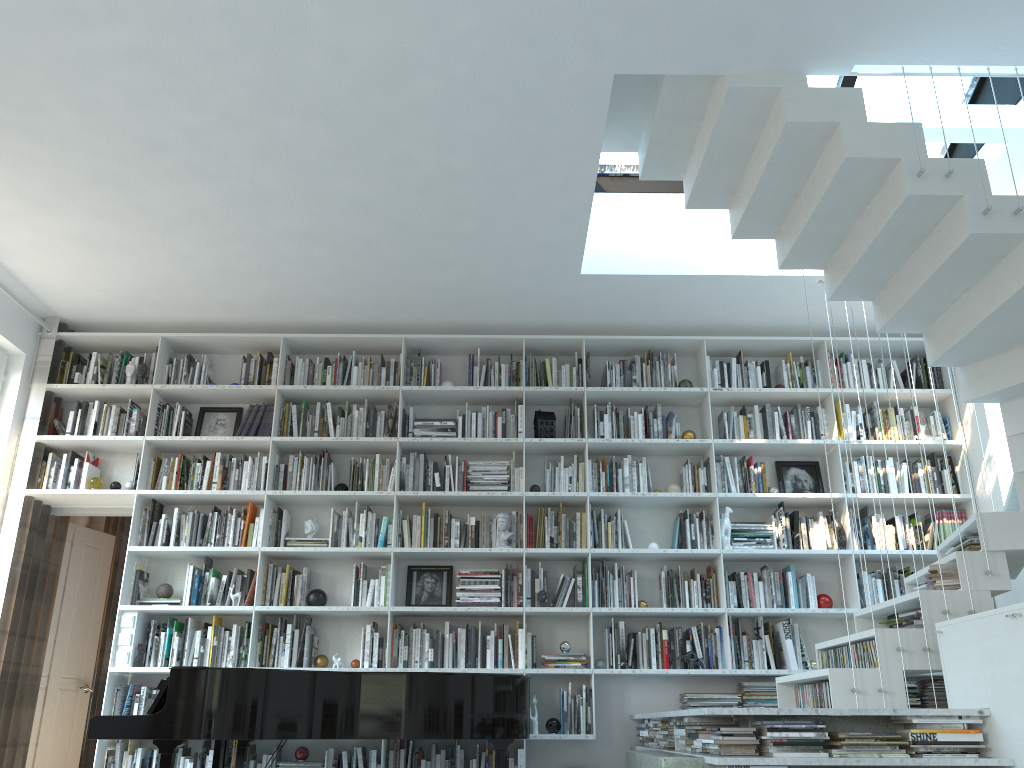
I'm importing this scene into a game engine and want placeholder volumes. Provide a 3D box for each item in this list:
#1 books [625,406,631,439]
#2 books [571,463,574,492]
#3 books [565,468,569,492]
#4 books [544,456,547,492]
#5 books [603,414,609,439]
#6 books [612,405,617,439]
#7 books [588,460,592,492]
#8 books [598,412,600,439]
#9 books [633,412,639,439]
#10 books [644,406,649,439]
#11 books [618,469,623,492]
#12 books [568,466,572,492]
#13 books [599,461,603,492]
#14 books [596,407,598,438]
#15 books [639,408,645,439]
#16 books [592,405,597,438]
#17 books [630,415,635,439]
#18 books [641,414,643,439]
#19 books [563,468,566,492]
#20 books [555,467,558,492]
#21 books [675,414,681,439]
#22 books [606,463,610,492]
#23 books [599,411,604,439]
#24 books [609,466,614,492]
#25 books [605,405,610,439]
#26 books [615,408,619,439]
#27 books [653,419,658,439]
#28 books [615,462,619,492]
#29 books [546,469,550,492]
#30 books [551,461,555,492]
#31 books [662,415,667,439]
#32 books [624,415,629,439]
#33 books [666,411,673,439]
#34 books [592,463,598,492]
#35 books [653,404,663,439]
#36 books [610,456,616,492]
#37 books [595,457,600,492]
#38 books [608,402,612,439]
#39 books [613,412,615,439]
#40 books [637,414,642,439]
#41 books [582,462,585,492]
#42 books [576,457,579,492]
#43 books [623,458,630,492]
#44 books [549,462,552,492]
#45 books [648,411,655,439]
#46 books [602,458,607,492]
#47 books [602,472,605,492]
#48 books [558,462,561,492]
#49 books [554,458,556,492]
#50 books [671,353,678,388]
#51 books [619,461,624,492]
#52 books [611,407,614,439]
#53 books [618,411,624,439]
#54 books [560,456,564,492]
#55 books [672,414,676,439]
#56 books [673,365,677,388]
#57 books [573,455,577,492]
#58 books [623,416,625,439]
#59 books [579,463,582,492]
[{"bbox_3d":[0.809,0.312,6.160,0.013,0.283,0.155,0,-21,0],"label":"books"},{"bbox_3d":[0.406,0.671,6.010,0.024,0.233,0.150,0,-21,0],"label":"books"},{"bbox_3d":[0.366,0.686,5.996,0.027,0.196,0.185,0,-21,0],"label":"books"},{"bbox_3d":[0.225,0.650,6.028,0.018,0.284,0.160,0,-21,0],"label":"books"},{"bbox_3d":[0.642,0.337,6.121,0.026,0.207,0.181,0,-21,0],"label":"books"},{"bbox_3d":[0.711,0.305,6.160,0.021,0.295,0.139,0,-21,0],"label":"books"},{"bbox_3d":[0.518,0.660,6.006,0.028,0.250,0.190,0,-21,0],"label":"books"},{"bbox_3d":[0.597,0.330,6.148,0.012,0.238,0.139,0,-21,0],"label":"books"},{"bbox_3d":[0.851,0.329,6.139,0.023,0.236,0.150,0,-21,0],"label":"books"},{"bbox_3d":[0.931,0.312,6.161,0.012,0.284,0.160,0,-21,0],"label":"books"},{"bbox_3d":[0.726,0.691,6.005,0.025,0.193,0.171,0,-21,0],"label":"books"},{"bbox_3d":[0.387,0.679,5.999,0.029,0.210,0.158,0,-21,0],"label":"books"},{"bbox_3d":[0.596,0.663,6.008,0.014,0.246,0.177,0,-21,0],"label":"books"},{"bbox_3d":[0.586,0.314,6.161,0.011,0.279,0.134,0,-21,0],"label":"books"},{"bbox_3d":[0.901,0.317,6.145,0.012,0.263,0.157,0,-21,0],"label":"books"},{"bbox_3d":[0.575,0.304,6.143,0.012,0.284,0.160,0,-21,0],"label":"books"},{"bbox_3d":[0.827,0.343,6.147,0.025,0.215,0.144,0,-21,0],"label":"books"},{"bbox_3d":[0.889,0.336,6.136,0.011,0.221,0.159,0,-21,0],"label":"books"},{"bbox_3d":[0.348,0.685,5.993,0.024,0.194,0.173,0,-21,0],"label":"books"},{"bbox_3d":[0.299,0.685,6.009,0.023,0.206,0.171,0,-21,0],"label":"books"},{"bbox_3d":[1.141,0.340,6.155,0.026,0.228,0.141,0,-21,0],"label":"books"},{"bbox_3d":[0.645,0.672,6.015,0.013,0.235,0.158,0,-21,0],"label":"books"},{"bbox_3d":[0.616,0.327,6.144,0.026,0.242,0.148,0,-21,0],"label":"books"},{"bbox_3d":[0.664,0.682,6.013,0.026,0.215,0.162,0,-21,0],"label":"books"},{"bbox_3d":[0.661,0.308,6.150,0.011,0.282,0.173,0,-21,0],"label":"books"},{"bbox_3d":[0.727,0.317,6.163,0.012,0.275,0.133,0,-21,0],"label":"books"},{"bbox_3d":[0.981,0.355,6.130,0.027,0.181,0.177,0,-21,0],"label":"books"},{"bbox_3d":[0.702,0.668,6.005,0.022,0.236,0.165,0,-21,0],"label":"books"},{"bbox_3d":[0.237,0.689,5.991,0.028,0.185,0.182,0,-21,0],"label":"books"},{"bbox_3d":[0.274,0.665,6.017,0.028,0.249,0.165,0,-21,0],"label":"books"},{"bbox_3d":[1.039,0.342,6.137,0.030,0.212,0.157,0,-21,0],"label":"books"},{"bbox_3d":[0.788,0.341,6.153,0.028,0.222,0.142,0,-21,0],"label":"books"},{"bbox_3d":[1.081,0.327,6.131,0.054,0.234,0.172,0,-21,0],"label":"books"},{"bbox_3d":[0.560,0.673,6.027,0.030,0.241,0.139,0,-21,0],"label":"books"},{"bbox_3d":[1.010,0.303,6.136,0.029,0.284,0.184,0,-21,0],"label":"books"},{"bbox_3d":[0.684,0.645,6.006,0.014,0.279,0.178,0,-21,0],"label":"books"},{"bbox_3d":[0.582,0.655,6.029,0.014,0.277,0.154,0,-21,0],"label":"books"},{"bbox_3d":[0.674,0.295,6.148,0.014,0.305,0.153,0,-21,0],"label":"books"},{"bbox_3d":[0.696,0.331,6.144,0.012,0.234,0.166,0,-21,0],"label":"books"},{"bbox_3d":[0.873,0.337,6.121,0.021,0.208,0.181,0,-21,0],"label":"books"},{"bbox_3d":[0.475,0.669,6.010,0.026,0.237,0.173,0,-21,0],"label":"books"},{"bbox_3d":[0.439,0.651,6.017,0.025,0.276,0.173,0,-21,0],"label":"books"},{"bbox_3d":[0.765,0.653,6.001,0.030,0.262,0.183,0,-21,0],"label":"books"},{"bbox_3d":[0.256,0.670,6.020,0.024,0.241,0.160,0,-21,0],"label":"books"},{"bbox_3d":[0.953,0.327,6.136,0.030,0.237,0.186,0,-21,0],"label":"books"},{"bbox_3d":[0.631,0.657,6.042,0.014,0.282,0.136,0,-21,0],"label":"books"},{"bbox_3d":[0.614,0.700,6.008,0.021,0.178,0.137,0,-21,0],"label":"books"},{"bbox_3d":[0.315,0.670,6.010,0.023,0.235,0.179,0,-21,0],"label":"books"},{"bbox_3d":[0.288,0.653,6.022,0.019,0.274,0.146,0,-21,0],"label":"books"},{"bbox_3d":[1.150,-0.045,6.278,0.006,0.305,0.164,0,-21,0],"label":"books"},{"bbox_3d":[0.744,0.664,6.022,0.011,0.256,0.132,0,-21,0],"label":"books"},{"bbox_3d":[0.686,0.312,6.141,0.010,0.267,0.166,0,-21,0],"label":"books"},{"bbox_3d":[0.747,0.324,6.135,0.027,0.240,0.160,0,-21,0],"label":"books"},{"bbox_3d":[0.332,0.644,5.996,0.028,0.274,0.187,0,-21,0],"label":"books"},{"bbox_3d":[1.104,0.339,6.136,0.048,0.215,0.183,0,-21,0],"label":"books"},{"bbox_3d":[1.140,0.000,6.260,0.014,0.208,0.188,0,-21,0],"label":"books"},{"bbox_3d":[0.424,0.644,6.022,0.028,0.292,0.155,0,-21,0],"label":"books"},{"bbox_3d":[0.767,0.344,6.148,0.014,0.214,0.133,0,-21,0],"label":"books"},{"bbox_3d":[0.456,0.668,5.994,0.028,0.229,0.177,0,-21,0],"label":"books"}]
